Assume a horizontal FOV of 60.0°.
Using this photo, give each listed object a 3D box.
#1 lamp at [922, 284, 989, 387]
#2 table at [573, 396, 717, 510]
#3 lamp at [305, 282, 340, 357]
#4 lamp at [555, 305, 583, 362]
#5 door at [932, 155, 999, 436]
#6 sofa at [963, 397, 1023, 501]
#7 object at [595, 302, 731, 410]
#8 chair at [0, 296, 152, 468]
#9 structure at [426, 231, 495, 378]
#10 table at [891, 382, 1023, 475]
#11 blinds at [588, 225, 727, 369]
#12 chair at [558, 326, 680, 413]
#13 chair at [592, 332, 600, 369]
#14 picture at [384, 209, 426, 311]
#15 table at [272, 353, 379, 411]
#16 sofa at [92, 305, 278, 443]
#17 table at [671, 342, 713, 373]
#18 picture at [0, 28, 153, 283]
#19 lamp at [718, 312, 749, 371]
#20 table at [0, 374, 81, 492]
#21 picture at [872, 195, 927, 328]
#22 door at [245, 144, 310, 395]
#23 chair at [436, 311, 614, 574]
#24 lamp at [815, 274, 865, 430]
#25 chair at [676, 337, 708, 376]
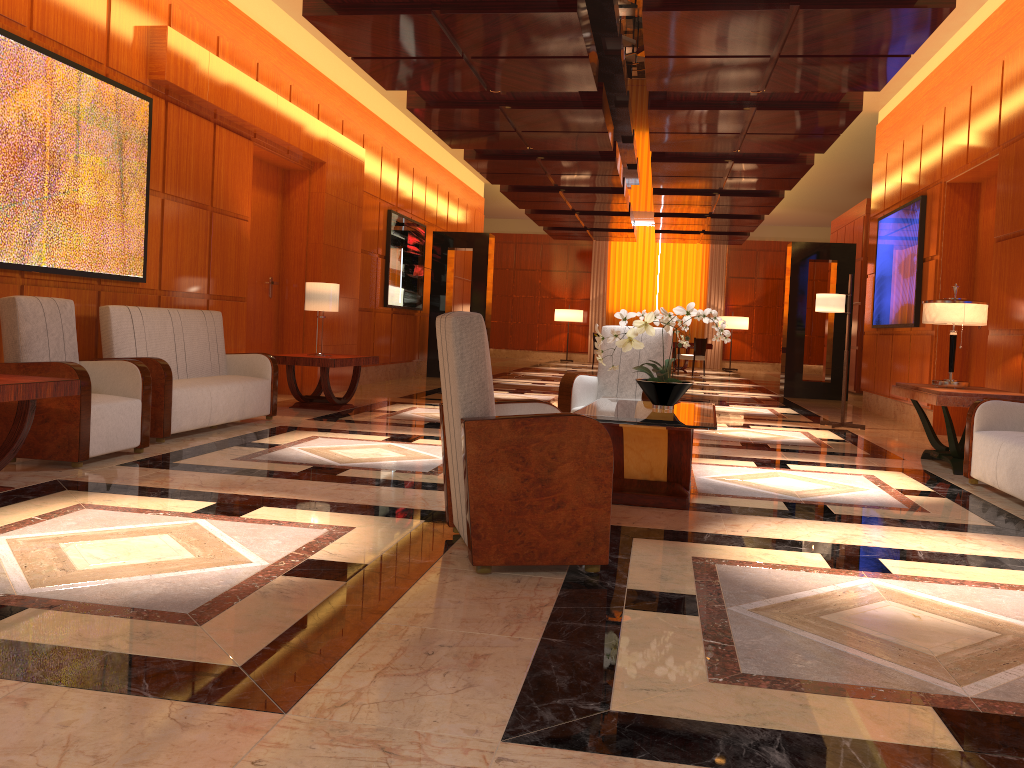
[{"bbox_3d":[3.415,-0.381,6.857,0.458,0.793,0.459,2,2,-29],"label":"lamp"},{"bbox_3d":[0.764,0.389,4.980,0.722,0.495,1.562,3,3,12],"label":"table"},{"bbox_3d":[1.332,-0.155,3.564,0.335,0.734,13.024,2,4,-31],"label":"lamp"},{"bbox_3d":[1.620,-1.469,25.652,0.810,1.659,0.812,1,2,-41],"label":"lamp"},{"bbox_3d":[4.519,-0.741,8.506,0.340,2.648,1.539,3,2,9],"label":"door"},{"bbox_3d":[3.229,0.265,5.095,0.613,0.931,1.801,3,3,10],"label":"sofa"},{"bbox_3d":[0.865,-0.170,5.074,0.788,0.616,0.418,2,2,-13],"label":"object"},{"bbox_3d":[-2.655,-0.040,5.360,0.629,0.960,0.738,3,2,8],"label":"chair"},{"bbox_3d":[-0.884,-1.350,15.324,0.986,2.495,0.500,3,1,9],"label":"structure"},{"bbox_3d":[3.438,0.341,6.796,0.726,0.606,1.272,3,3,10],"label":"table"},{"bbox_3d":[4.212,-2.569,25.841,3.854,4.060,0.149,3,1,9],"label":"blinds"},{"bbox_3d":[0.800,0.051,6.484,0.738,0.960,0.629,4,2,28],"label":"chair"},{"bbox_3d":[2.243,-0.792,21.493,0.584,0.893,0.577,1,3,-42],"label":"chair"},{"bbox_3d":[-1.686,-1.923,14.163,0.056,1.450,1.999,3,3,9],"label":"picture"},{"bbox_3d":[-1.930,-0.025,9.120,0.725,0.533,1.169,3,3,12],"label":"table"},{"bbox_3d":[-2.499,-0.122,6.973,0.613,0.931,1.801,3,3,10],"label":"sofa"},{"bbox_3d":[3.736,-0.655,21.411,2.106,0.741,0.785,1,3,-19],"label":"table"},{"bbox_3d":[-3.054,-1.470,6.016,0.056,1.450,1.999,3,3,9],"label":"picture"},{"bbox_3d":[6.195,-1.206,24.888,0.810,1.659,0.812,1,2,-41],"label":"lamp"},{"bbox_3d":[-2.760,0.250,4.179,0.725,0.533,1.169,3,3,12],"label":"table"},{"bbox_3d":[4.673,-1.410,10.765,0.056,1.450,1.999,3,3,9],"label":"picture"},{"bbox_3d":[-2.718,-1.156,9.696,0.340,2.648,1.501,3,2,9],"label":"door"},{"bbox_3d":[0.012,0.197,3.592,0.628,0.960,0.739,2,2,-12],"label":"chair"},{"bbox_3d":[3.539,-0.360,9.595,0.526,1.659,0.360,3,1,-1],"label":"lamp"},{"bbox_3d":[4.194,-0.637,20.500,0.584,0.893,0.577,1,3,-37],"label":"chair"}]
